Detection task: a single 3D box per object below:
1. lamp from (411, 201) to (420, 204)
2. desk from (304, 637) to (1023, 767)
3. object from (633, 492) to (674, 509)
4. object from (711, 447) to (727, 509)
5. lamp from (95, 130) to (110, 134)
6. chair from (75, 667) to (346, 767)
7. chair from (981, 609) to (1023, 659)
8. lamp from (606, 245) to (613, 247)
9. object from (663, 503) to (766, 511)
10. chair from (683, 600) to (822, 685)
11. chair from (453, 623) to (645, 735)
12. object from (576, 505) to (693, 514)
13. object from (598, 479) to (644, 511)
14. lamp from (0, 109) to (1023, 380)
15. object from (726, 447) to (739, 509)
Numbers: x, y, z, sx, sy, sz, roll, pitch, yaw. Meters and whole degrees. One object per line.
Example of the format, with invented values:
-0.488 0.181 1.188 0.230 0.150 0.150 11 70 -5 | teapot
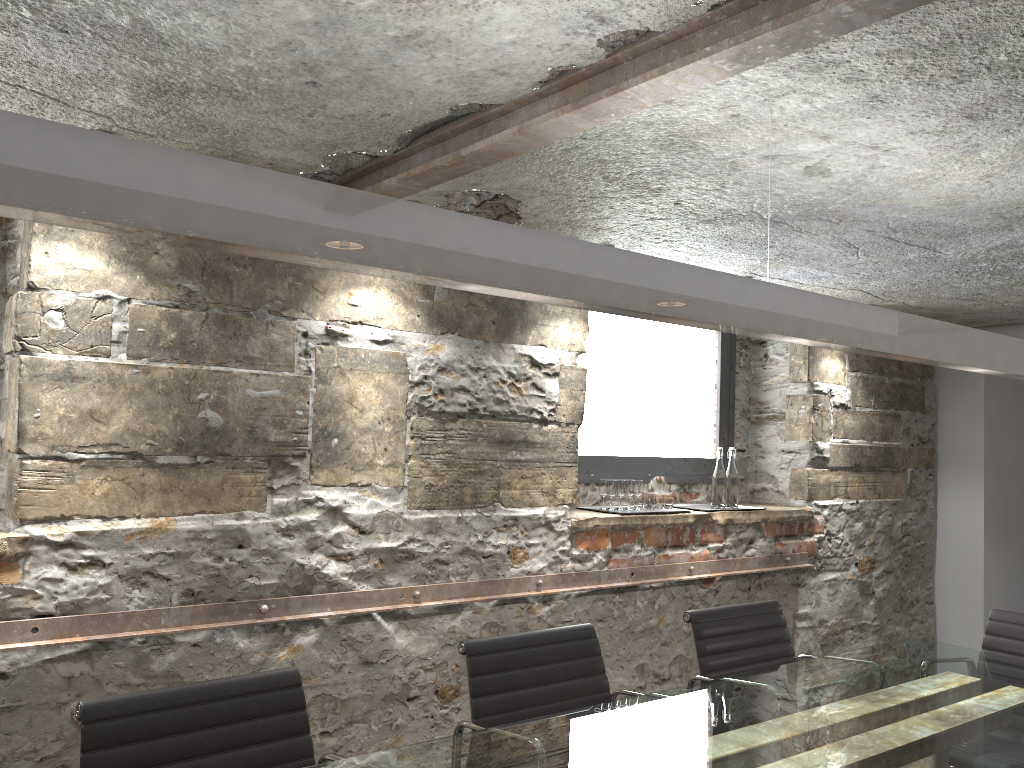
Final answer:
-0.358 -0.522 2.959 0.098 0.165 0.077 2 -4 -5 | lamp
0.487 1.158 1.881 3.154 0.711 0.909 5 -5 -38 | desk
0.647 0.538 4.096 0.191 0.072 0.111 4 -4 -31 | object
1.008 0.457 4.309 0.073 0.300 0.073 1 -4 21 | object
-1.121 -0.586 2.363 0.098 0.165 0.077 2 -4 -5 | lamp
-0.501 1.045 1.656 0.667 0.837 0.693 -1 -5 39 | chair
1.614 1.190 2.775 0.693 0.837 0.667 -1 -5 44 | chair
0.356 -0.462 3.517 0.098 0.165 0.077 2 -4 -5 | lamp
0.996 0.607 4.376 0.457 0.007 0.310 5 -5 -38 | object
0.909 1.166 2.792 0.667 0.837 0.693 -1 -5 43 | chair
0.207 1.108 2.266 0.667 0.837 0.693 -1 -5 42 | chair
0.553 0.570 4.030 0.457 0.007 0.310 5 -5 -38 | object
0.484 0.494 3.960 0.218 0.131 0.108 5 -5 -40 | object
0.538 -0.373 1.978 3.159 0.524 0.073 5 -5 -38 | lamp
1.081 0.463 4.367 0.073 0.300 0.073 1 -4 20 | object
